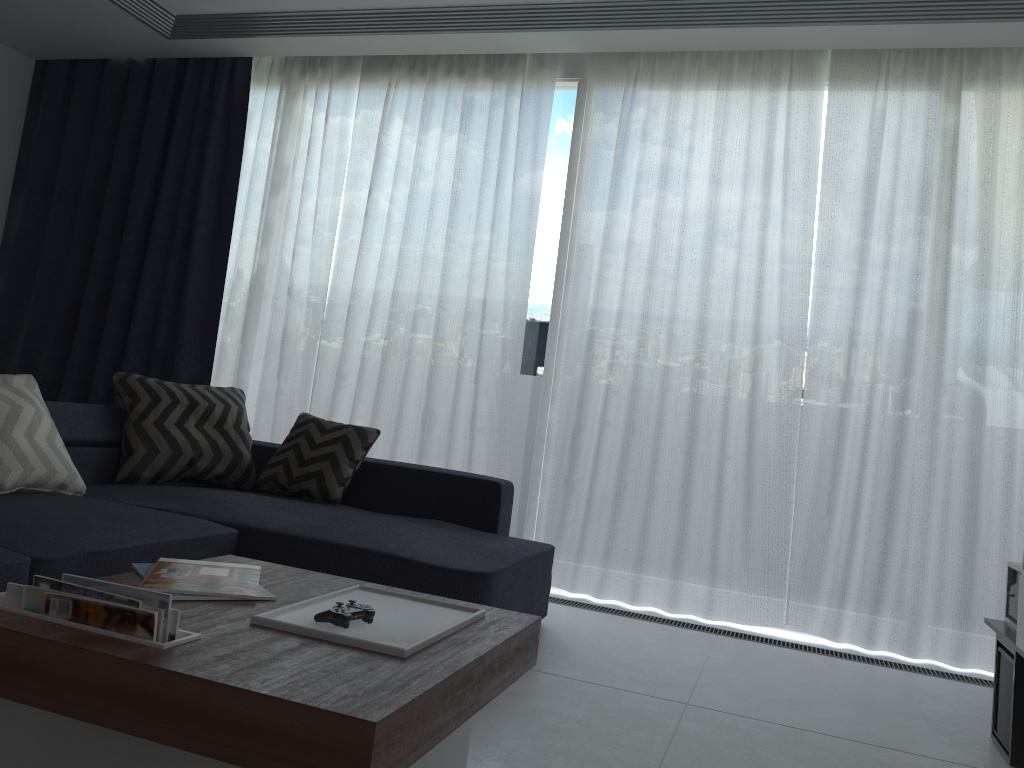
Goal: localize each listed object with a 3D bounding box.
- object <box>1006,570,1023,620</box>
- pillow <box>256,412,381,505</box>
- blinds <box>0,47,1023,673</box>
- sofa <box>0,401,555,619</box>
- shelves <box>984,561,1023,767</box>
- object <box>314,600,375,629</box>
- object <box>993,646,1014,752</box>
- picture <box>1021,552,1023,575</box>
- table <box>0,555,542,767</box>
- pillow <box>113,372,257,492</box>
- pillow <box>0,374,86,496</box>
[{"bbox_3d":[1.670,0.663,2.552,0.369,0.152,0.366,6,-3,18],"label":"object"},{"bbox_3d":[-0.814,0.305,3.707,0.416,0.348,0.283,5,-5,23],"label":"pillow"},{"bbox_3d":[-0.664,-0.655,1.759,7.154,2.799,5.738,6,-3,22],"label":"blinds"},{"bbox_3d":[-1.093,0.418,2.533,1.903,0.614,2.844,6,-3,18],"label":"sofa"},{"bbox_3d":[1.552,0.765,1.561,0.875,0.503,2.326,6,-3,18],"label":"shelves"},{"bbox_3d":[-0.306,0.423,1.638,0.071,0.037,0.111,5,-3,31],"label":"object"},{"bbox_3d":[1.512,0.905,2.464,0.255,0.254,0.211,6,-5,18],"label":"object"},{"bbox_3d":[1.390,0.159,2.227,0.053,0.707,0.494,5,-6,18],"label":"picture"},{"bbox_3d":[-0.457,0.593,1.640,0.807,0.356,0.792,6,-3,18],"label":"table"},{"bbox_3d":[-1.382,0.246,3.733,0.592,0.523,0.355,11,-7,-41],"label":"pillow"},{"bbox_3d":[-1.661,0.158,2.861,0.343,0.392,0.490,5,-4,18],"label":"pillow"}]
